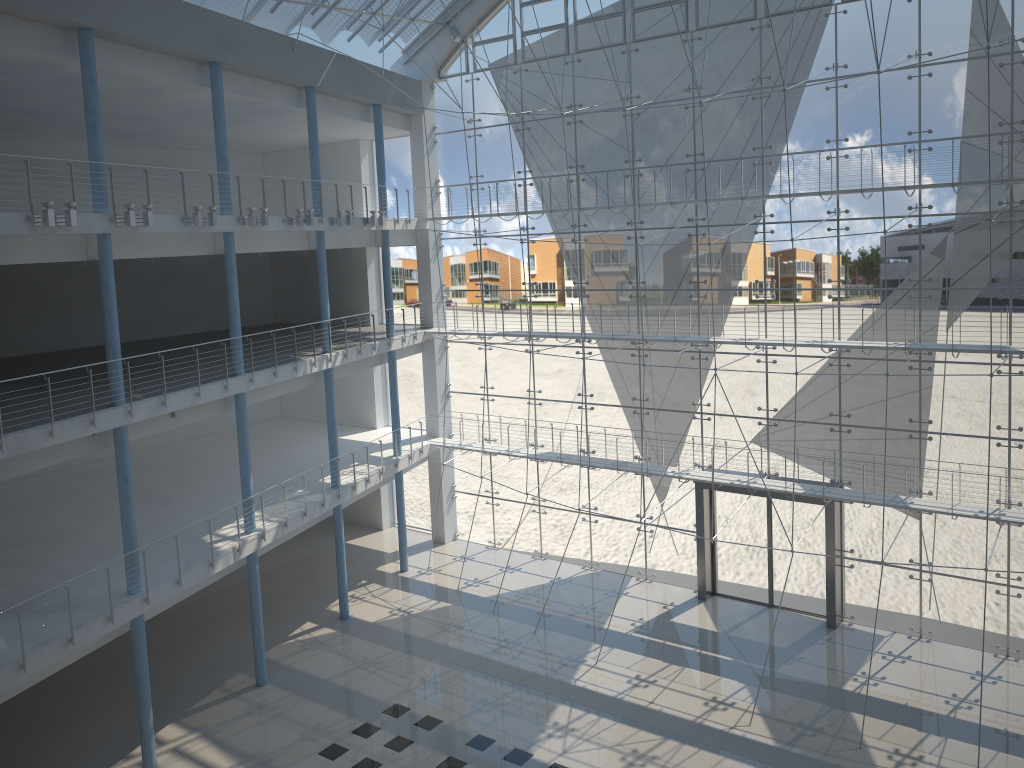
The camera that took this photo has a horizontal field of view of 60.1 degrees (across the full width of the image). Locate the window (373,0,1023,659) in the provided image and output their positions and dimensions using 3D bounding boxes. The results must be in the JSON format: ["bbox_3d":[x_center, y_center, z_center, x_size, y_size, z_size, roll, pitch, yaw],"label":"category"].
[{"bbox_3d":[0.888,-0.520,3.294,3.854,2.754,0.010,3,8,36],"label":"window"}]
